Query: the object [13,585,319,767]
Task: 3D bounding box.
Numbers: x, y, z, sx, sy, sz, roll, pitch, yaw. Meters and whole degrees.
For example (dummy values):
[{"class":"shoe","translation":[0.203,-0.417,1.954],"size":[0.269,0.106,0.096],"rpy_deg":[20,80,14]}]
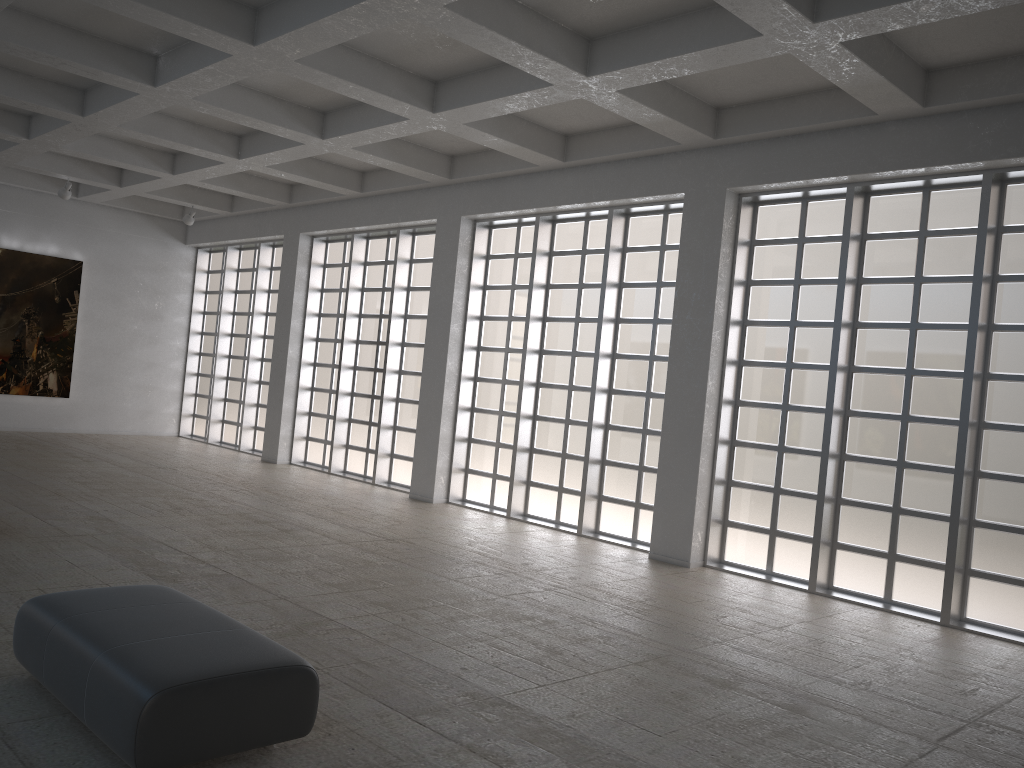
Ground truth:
[{"class":"object","translation":[-3.262,2.574,8.141],"size":[1.616,0.828,3.044],"rpy_deg":[6,0,-45]}]
